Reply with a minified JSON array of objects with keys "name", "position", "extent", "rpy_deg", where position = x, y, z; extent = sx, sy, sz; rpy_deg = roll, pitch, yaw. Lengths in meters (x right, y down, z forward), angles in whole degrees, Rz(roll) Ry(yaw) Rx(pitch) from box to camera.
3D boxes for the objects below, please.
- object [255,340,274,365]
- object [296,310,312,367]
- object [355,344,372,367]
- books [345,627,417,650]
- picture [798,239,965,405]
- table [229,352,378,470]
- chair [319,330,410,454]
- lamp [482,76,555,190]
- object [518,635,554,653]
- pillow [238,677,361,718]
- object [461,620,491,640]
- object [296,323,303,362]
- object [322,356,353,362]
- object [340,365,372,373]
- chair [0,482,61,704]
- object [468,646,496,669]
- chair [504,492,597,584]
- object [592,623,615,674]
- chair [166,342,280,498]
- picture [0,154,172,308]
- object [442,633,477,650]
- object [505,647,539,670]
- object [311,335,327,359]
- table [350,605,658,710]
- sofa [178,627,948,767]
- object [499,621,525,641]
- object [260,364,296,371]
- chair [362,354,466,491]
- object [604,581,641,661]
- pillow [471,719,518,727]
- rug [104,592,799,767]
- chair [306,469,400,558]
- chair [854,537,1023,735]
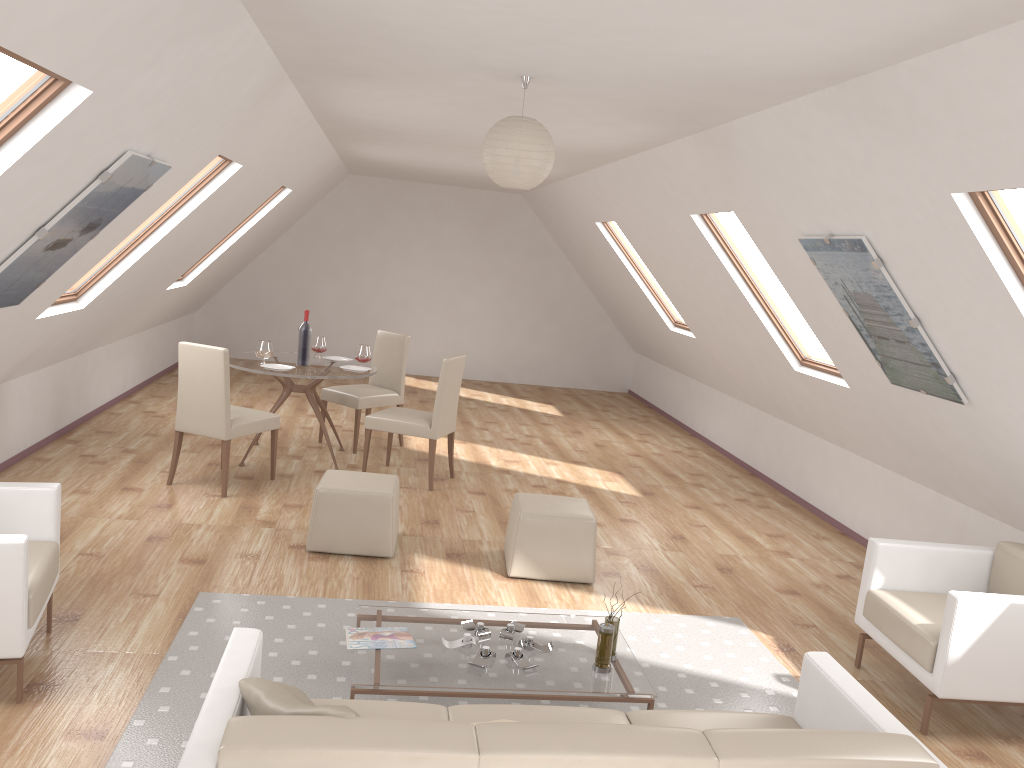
[{"name":"object","position":[-1.887,-0.241,6.758],"extent":[0.136,0.183,0.136],"rpy_deg":[9,9,18]},{"name":"object","position":[-1.600,-0.355,6.855],"extent":[0.109,0.435,0.109],"rpy_deg":[4,9,-13]},{"name":"object","position":[-1.196,-0.222,7.126],"extent":[0.136,0.183,0.136],"rpy_deg":[1,10,-30]},{"name":"books","position":[-0.546,1.044,3.649],"extent":[0.280,0.005,0.192],"rpy_deg":[4,9,-16]},{"name":"picture","position":[1.879,-0.338,4.559],"extent":[0.683,0.738,0.650],"rpy_deg":[5,9,-8]},{"name":"table","position":[-1.709,0.213,7.085],"extent":[1.198,0.770,1.198],"rpy_deg":[8,9,12]},{"name":"chair","position":[-1.276,0.043,7.772],"extent":[0.477,0.999,0.618],"rpy_deg":[12,10,36]},{"name":"lamp","position":[0.039,-1.149,4.064],"extent":[0.340,0.497,0.340],"rpy_deg":[11,10,30]},{"name":"object","position":[0.102,1.082,3.703],"extent":[0.143,0.052,0.064],"rpy_deg":[5,9,-8]},{"name":"pillow","position":[-0.498,0.870,2.237],"extent":[0.424,0.276,0.269],"rpy_deg":[13,11,41]},{"name":"object","position":[-0.155,1.041,3.804],"extent":[0.064,0.051,0.143],"rpy_deg":[-1,11,-38]},{"name":"object","position":[-1.650,-0.324,7.007],"extent":[0.086,0.322,0.096],"rpy_deg":[-2,12,-45]},{"name":"object","position":[-1.449,-0.203,7.367],"extent":[0.228,0.020,0.228],"rpy_deg":[12,10,36]},{"name":"object","position":[-1.224,-0.116,6.947],"extent":[0.228,0.020,0.228],"rpy_deg":[8,9,14]},{"name":"chair","position":[-2.213,0.745,3.369],"extent":[0.820,0.706,0.748],"rpy_deg":[3,9,-19]},{"name":"object","position":[-0.118,1.084,3.531],"extent":[0.064,0.052,0.143],"rpy_deg":[9,9,21]},{"name":"chair","position":[0.229,0.887,5.221],"extent":[0.506,0.394,0.506],"rpy_deg":[6,8,-4]},{"name":"object","position":[0.372,1.061,3.568],"extent":[0.075,0.185,0.075],"rpy_deg":[10,9,23]},{"name":"chair","position":[-1.989,0.204,6.178],"extent":[0.477,0.999,0.618],"rpy_deg":[9,9,19]},{"name":"picture","position":[-1.978,-0.665,3.980],"extent":[0.683,0.738,0.650],"rpy_deg":[5,9,-8]},{"name":"object","position":[-0.215,1.055,3.656],"extent":[0.143,0.052,0.064],"rpy_deg":[5,9,-8]},{"name":"object","position":[0.041,1.098,3.555],"extent":[0.064,0.052,0.143],"rpy_deg":[-1,11,-38]},{"name":"object","position":[-1.614,-0.310,7.418],"extent":[0.136,0.183,0.136],"rpy_deg":[1,10,-30]},{"name":"table","position":[-0.071,1.187,3.703],"extent":[1.173,0.190,0.730],"rpy_deg":[5,9,-8]},{"name":"sofa","position":[0.126,1.136,2.422],"extent":[1.880,0.706,0.820],"rpy_deg":[5,9,-8]},{"name":"object","position":[0.004,1.053,3.827],"extent":[0.064,0.052,0.143],"rpy_deg":[9,9,21]},{"name":"object","position":[-1.743,-0.120,6.603],"extent":[0.228,0.020,0.228],"rpy_deg":[9,9,17]},{"name":"chair","position":[-0.747,0.240,6.831],"extent":[0.618,0.999,0.477],"rpy_deg":[9,9,16]},{"name":"object","position":[0.427,0.963,3.675],"extent":[0.123,0.359,0.184],"rpy_deg":[12,10,33]},{"name":"pillow","position":[-0.023,0.970,2.421],"extent":[0.363,0.170,0.227],"rpy_deg":[6,8,-3]},{"name":"rug","position":[-0.051,1.270,3.787],"extent":[2.800,0.007,1.600],"rpy_deg":[5,9,-8]},{"name":"chair","position":[-0.927,0.753,5.288],"extent":[0.506,0.394,0.506],"rpy_deg":[5,8,-4]},{"name":"chair","position":[2.112,1.113,4.006],"extent":[0.820,0.706,0.748],"rpy_deg":[5,8,-6]}]
